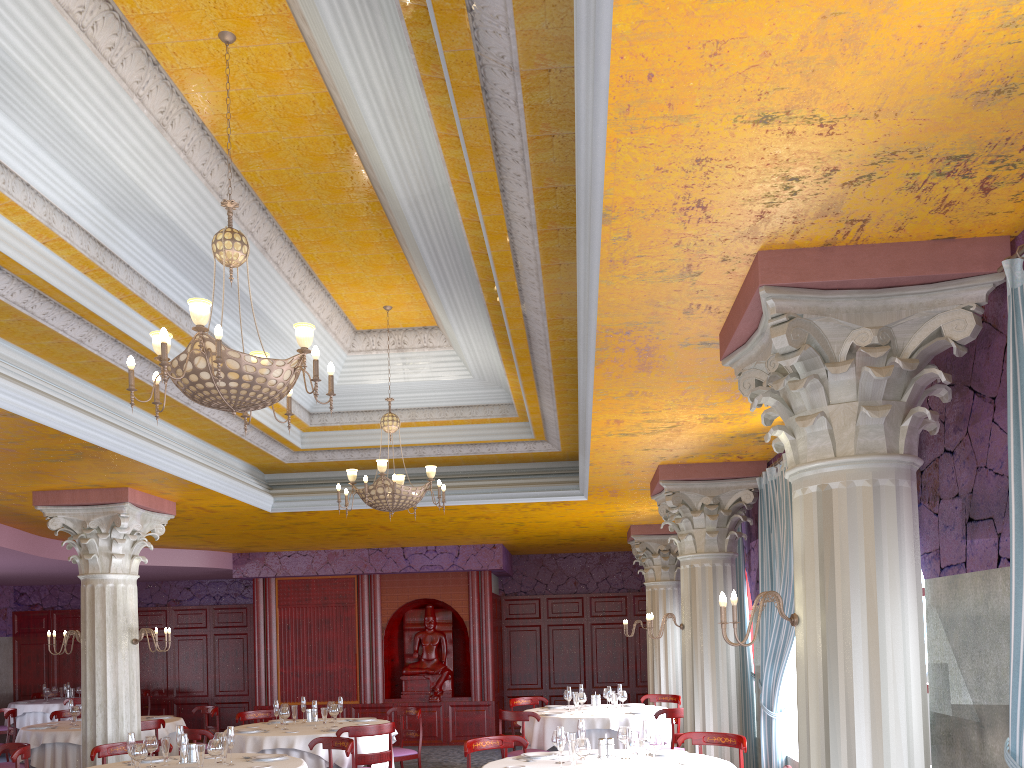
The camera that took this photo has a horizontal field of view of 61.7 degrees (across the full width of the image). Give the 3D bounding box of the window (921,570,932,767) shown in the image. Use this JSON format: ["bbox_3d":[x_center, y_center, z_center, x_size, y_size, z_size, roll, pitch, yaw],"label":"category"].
[{"bbox_3d":[2.933,1.742,6.451,0.160,2.484,3.692,-2,-12,4],"label":"window"}]

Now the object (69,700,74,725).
[{"bbox_3d":[-5.866,4.372,11.401,0.074,0.330,0.074,-3,-3,41],"label":"object"}]

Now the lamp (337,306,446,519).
[{"bbox_3d":[-1.229,0.258,8.617,0.963,2.141,0.973,2,-5,-41],"label":"lamp"}]

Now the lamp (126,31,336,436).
[{"bbox_3d":[-1.544,-0.881,4.693,0.963,2.141,0.973,2,-5,-41],"label":"lamp"}]

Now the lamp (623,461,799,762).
[{"bbox_3d":[2.033,1.242,3.801,2.094,3.498,30.258,-2,-16,4],"label":"lamp"}]

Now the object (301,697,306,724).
[{"bbox_3d":[-2.615,4.092,10.745,0.074,0.330,0.074,-3,-3,41],"label":"object"}]

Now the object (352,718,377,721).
[{"bbox_3d":[-1.878,4.267,10.888,0.313,0.023,0.325,3,-17,-15],"label":"object"}]

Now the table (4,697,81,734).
[{"bbox_3d":[-8.650,6.635,16.670,2.080,0.933,2.170,-3,-14,5],"label":"table"}]

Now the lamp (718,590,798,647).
[{"bbox_3d":[1.207,1.164,4.254,0.381,0.268,0.352,0,-11,-8],"label":"lamp"}]

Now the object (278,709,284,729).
[{"bbox_3d":[-2.725,3.968,10.145,0.086,0.233,0.087,-1,-3,-16],"label":"object"}]

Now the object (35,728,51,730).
[{"bbox_3d":[-5.953,4.405,10.941,0.257,0.003,0.022,13,-21,-41],"label":"object"}]

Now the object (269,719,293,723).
[{"bbox_3d":[-2.958,4.320,10.969,0.320,0.023,0.318,-17,-22,42],"label":"object"}]

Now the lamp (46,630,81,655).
[{"bbox_3d":[-4.894,2.859,9.483,0.381,0.268,0.352,0,-11,-8],"label":"lamp"}]

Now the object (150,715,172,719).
[{"bbox_3d":[-4.927,4.690,12.050,0.313,0.023,0.325,-3,-16,4],"label":"object"}]

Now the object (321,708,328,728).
[{"bbox_3d":[-2.216,3.949,10.127,0.086,0.233,0.086,-3,-4,29],"label":"object"}]

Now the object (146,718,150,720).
[{"bbox_3d":[-5.056,4.655,11.895,0.030,0.010,0.143,9,-19,-36],"label":"object"}]

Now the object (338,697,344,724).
[{"bbox_3d":[-2.110,4.019,10.545,0.074,0.330,0.074,-3,-3,41],"label":"object"}]

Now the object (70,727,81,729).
[{"bbox_3d":[-5.552,4.377,10.894,0.159,0.009,0.164,6,-18,-25],"label":"object"}]

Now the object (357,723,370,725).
[{"bbox_3d":[-1.805,4.126,10.386,0.158,0.009,0.165,-3,-16,4],"label":"object"}]

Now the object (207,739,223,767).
[{"bbox_3d":[-2.383,2.991,6.882,0.122,0.260,0.124,1,-5,-27],"label":"object"}]

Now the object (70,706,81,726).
[{"bbox_3d":[-5.713,4.347,11.208,0.123,0.260,0.124,-3,-4,18],"label":"object"}]

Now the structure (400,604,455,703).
[{"bbox_3d":[-1.613,5.009,15.970,0.965,1.817,0.651,-2,-3,4],"label":"structure"}]

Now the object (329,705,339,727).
[{"bbox_3d":[-2.117,3.951,10.189,0.122,0.260,0.124,-1,-4,-4],"label":"object"}]

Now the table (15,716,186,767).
[{"bbox_3d":[-5.495,5.050,11.542,2.080,0.933,2.170,-3,-14,5],"label":"table"}]

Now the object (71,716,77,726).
[{"bbox_3d":[-5.775,4.391,11.307,0.086,0.233,0.087,-1,-3,-16],"label":"object"}]

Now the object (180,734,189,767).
[{"bbox_3d":[-2.576,2.917,6.731,0.074,0.330,0.074,-3,-3,41],"label":"object"}]

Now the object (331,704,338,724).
[{"bbox_3d":[-2.198,4.097,10.636,0.086,0.233,0.087,-2,-3,7],"label":"object"}]

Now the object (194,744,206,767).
[{"bbox_3d":[-2.482,2.989,6.820,0.086,0.233,0.086,-3,-4,29],"label":"object"}]

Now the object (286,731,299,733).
[{"bbox_3d":[-2.502,3.954,9.732,0.158,0.009,0.165,-3,-16,4],"label":"object"}]

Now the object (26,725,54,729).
[{"bbox_3d":[-6.089,4.429,11.050,0.313,0.023,0.325,-3,-16,4],"label":"object"}]

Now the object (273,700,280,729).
[{"bbox_3d":[-2.816,3.949,10.239,0.074,0.330,0.074,-3,-3,41],"label":"object"}]

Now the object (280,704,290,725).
[{"bbox_3d":[-2.807,4.088,10.592,0.122,0.260,0.124,-1,-4,-4],"label":"object"}]

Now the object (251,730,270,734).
[{"bbox_3d":[-2.877,3.964,9.752,0.259,0.019,0.056,10,-19,-36],"label":"object"}]

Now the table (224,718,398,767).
[{"bbox_3d":[-2.446,4.627,10.380,2.080,0.933,2.170,-3,-14,5],"label":"table"}]

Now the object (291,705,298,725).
[{"bbox_3d":[-2.707,4.116,10.654,0.086,0.233,0.086,-3,-4,29],"label":"object"}]

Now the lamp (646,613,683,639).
[{"bbox_3d":[1.585,2.532,8.967,0.381,0.268,0.352,0,-11,-8],"label":"lamp"}]

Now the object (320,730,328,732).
[{"bbox_3d":[-2.112,3.934,9.705,0.028,0.013,0.238,9,-19,-38],"label":"object"}]

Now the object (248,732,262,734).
[{"bbox_3d":[-2.904,3.982,9.779,0.257,0.003,0.022,13,-21,-41],"label":"object"}]

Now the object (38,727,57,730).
[{"bbox_3d":[-5.927,4.387,10.914,0.259,0.019,0.056,10,-19,-36],"label":"object"}]

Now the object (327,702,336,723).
[{"bbox_3d":[-2.260,4.115,10.736,0.122,0.260,0.124,-1,-4,-4],"label":"object"}]

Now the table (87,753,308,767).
[{"bbox_3d":[-2.711,3.667,7.072,2.080,0.933,2.170,-3,-14,5],"label":"table"}]

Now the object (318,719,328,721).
[{"bbox_3d":[-2.459,4.348,11.083,0.162,0.009,0.161,-17,-22,42],"label":"object"}]

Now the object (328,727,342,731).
[{"bbox_3d":[-1.959,3.954,9.807,0.313,0.023,0.325,-3,-16,4],"label":"object"}]

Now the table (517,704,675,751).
[{"bbox_3d":[1.125,4.837,11.428,2.080,0.933,2.170,-3,-14,5],"label":"table"}]

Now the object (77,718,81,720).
[{"bbox_3d":[-6.008,4.743,12.131,0.313,0.023,0.325,-3,-16,4],"label":"object"}]

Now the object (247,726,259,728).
[{"bbox_3d":[-3.156,4.175,10.428,0.160,0.009,0.163,10,-20,-34],"label":"object"}]

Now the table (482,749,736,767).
[{"bbox_3d":[0.742,3.452,6.659,2.080,0.933,2.170,-3,-14,5],"label":"table"}]

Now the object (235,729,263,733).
[{"bbox_3d":[-3.040,4.007,9.888,0.313,0.023,0.325,-3,-16,4],"label":"object"}]

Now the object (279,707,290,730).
[{"bbox_3d":[-2.664,3.924,10.046,0.122,0.260,0.124,-1,-4,-4],"label":"object"}]

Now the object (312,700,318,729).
[{"bbox_3d":[-2.310,3.877,10.039,0.074,0.330,0.074,-3,-3,41],"label":"object"}]

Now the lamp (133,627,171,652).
[{"bbox_3d":[-3.947,2.794,9.350,0.381,0.268,0.352,0,-11,-8],"label":"lamp"}]
